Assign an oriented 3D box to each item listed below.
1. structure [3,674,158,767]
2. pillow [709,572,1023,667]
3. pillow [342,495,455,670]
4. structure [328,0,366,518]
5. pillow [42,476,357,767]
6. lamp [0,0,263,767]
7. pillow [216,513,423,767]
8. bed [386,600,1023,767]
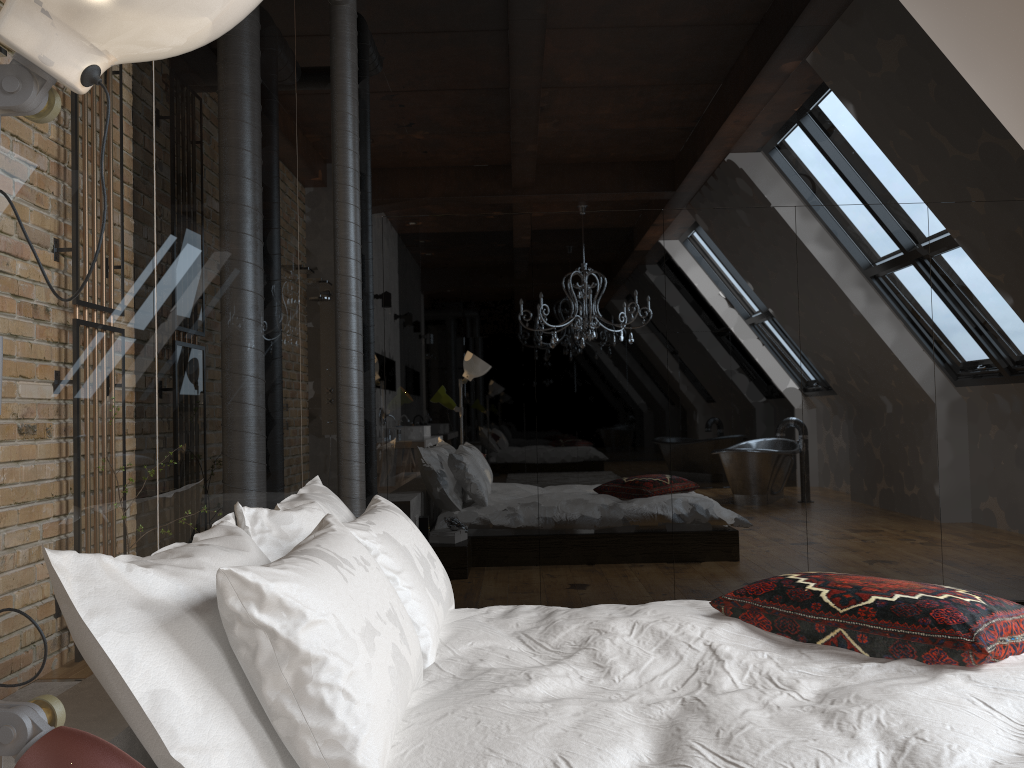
[{"bbox_3d":[-0.722,0.833,2.084,0.206,0.494,2.820,-1,-2,0],"label":"structure"},{"bbox_3d":[0.964,0.598,2.343,0.453,0.157,0.748,0,-3,-40],"label":"pillow"},{"bbox_3d":[-0.326,0.529,2.451,0.291,0.385,0.748,-1,-2,0],"label":"pillow"},{"bbox_3d":[-1.312,-0.406,3.967,1.189,3.140,0.829,-1,-2,0],"label":"structure"},{"bbox_3d":[-0.494,0.504,2.066,0.358,0.517,1.746,-1,-2,-1],"label":"pillow"},{"bbox_3d":[-0.488,0.238,0.811,0.561,1.582,0.270,-1,-2,-3],"label":"lamp"},{"bbox_3d":[-0.329,0.478,1.659,0.276,0.397,0.744,-1,-2,0],"label":"pillow"},{"bbox_3d":[0.467,0.834,2.205,2.169,0.442,2.300,-1,-2,0],"label":"bed"}]
